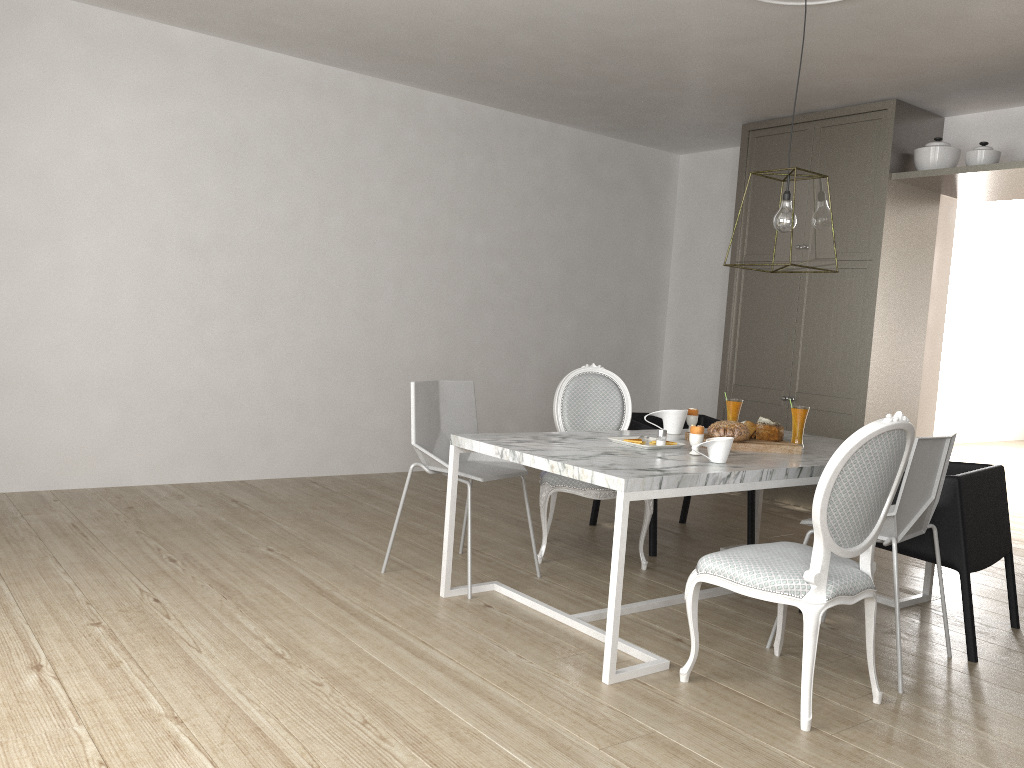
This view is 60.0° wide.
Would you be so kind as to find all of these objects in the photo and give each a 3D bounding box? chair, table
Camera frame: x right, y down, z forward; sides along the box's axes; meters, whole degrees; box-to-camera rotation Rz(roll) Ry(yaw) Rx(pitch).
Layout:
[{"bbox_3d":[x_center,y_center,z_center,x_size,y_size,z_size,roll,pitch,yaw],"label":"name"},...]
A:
[{"bbox_3d":[0.346,0.332,3.876,0.480,0.833,0.505,4,4,-5],"label":"chair"},{"bbox_3d":[0.784,0.460,4.299,0.569,0.597,0.609,2,4,-22],"label":"chair"},{"bbox_3d":[1.151,0.508,2.854,0.439,0.745,0.470,8,5,42],"label":"chair"},{"bbox_3d":[1.489,0.581,3.256,0.609,0.597,0.569,8,5,42],"label":"chair"},{"bbox_3d":[0.733,0.523,3.339,1.781,0.583,0.870,1,5,-37],"label":"table"},{"bbox_3d":[0.825,0.460,2.490,0.480,0.833,0.505,1,5,-40],"label":"chair"},{"bbox_3d":[-0.163,0.376,3.425,0.439,0.745,0.470,7,5,37],"label":"chair"}]

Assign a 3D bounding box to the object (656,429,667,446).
[{"bbox_3d":[0.535,0.193,3.178,0.036,0.060,0.036,4,4,3],"label":"object"}]

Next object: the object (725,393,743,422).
[{"bbox_3d":[0.888,0.130,3.564,0.071,0.188,0.071,3,4,-17],"label":"object"}]

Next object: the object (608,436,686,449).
[{"bbox_3d":[0.487,0.213,3.215,0.212,0.014,0.212,1,5,-38],"label":"object"}]

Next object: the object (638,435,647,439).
[{"bbox_3d":[0.475,0.204,3.294,0.032,0.013,0.132,6,4,27],"label":"object"}]

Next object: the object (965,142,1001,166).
[{"bbox_3d":[2.516,-1.212,4.742,0.176,0.161,0.174,2,5,-33],"label":"object"}]

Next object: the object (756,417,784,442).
[{"bbox_3d":[0.989,0.173,3.392,0.090,0.087,0.086,6,4,30],"label":"object"}]

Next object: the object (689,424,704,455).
[{"bbox_3d":[0.630,0.189,3.032,0.050,0.101,0.050,2,5,-31],"label":"object"}]

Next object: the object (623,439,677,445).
[{"bbox_3d":[0.495,0.211,3.208,0.197,0.014,0.068,3,4,-10],"label":"object"}]

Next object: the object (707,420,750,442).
[{"bbox_3d":[0.804,0.172,3.290,0.151,0.075,0.157,4,4,-2],"label":"object"}]

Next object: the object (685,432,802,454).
[{"bbox_3d":[0.872,0.223,3.367,0.360,0.031,0.260,4,4,-8],"label":"object"}]

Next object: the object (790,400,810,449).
[{"bbox_3d":[1.104,0.156,3.415,0.071,0.188,0.071,3,4,-17],"label":"object"}]

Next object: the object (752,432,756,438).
[{"bbox_3d":[0.922,0.178,3.443,0.072,0.057,0.083,6,4,28],"label":"object"}]

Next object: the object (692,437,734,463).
[{"bbox_3d":[0.657,0.213,2.878,0.138,0.085,0.089,1,5,-42],"label":"object"}]

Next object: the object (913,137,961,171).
[{"bbox_3d":[2.365,-1.263,4.940,0.243,0.214,0.241,2,5,-33],"label":"object"}]

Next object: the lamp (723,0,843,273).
[{"bbox_3d":[1.072,-0.992,3.375,0.584,1.108,0.584,2,4,-22],"label":"lamp"}]

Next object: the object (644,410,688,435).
[{"bbox_3d":[0.635,0.151,3.630,0.170,0.105,0.110,3,4,-17],"label":"object"}]

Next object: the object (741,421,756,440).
[{"bbox_3d":[0.897,0.176,3.390,0.074,0.067,0.079,6,4,24],"label":"object"}]

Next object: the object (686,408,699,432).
[{"bbox_3d":[0.758,0.151,3.733,0.050,0.101,0.050,1,5,-42],"label":"object"}]

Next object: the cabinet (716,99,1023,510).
[{"bbox_3d":[3.417,-0.222,3.941,0.947,2.377,5.433,1,5,-37],"label":"cabinet"}]
